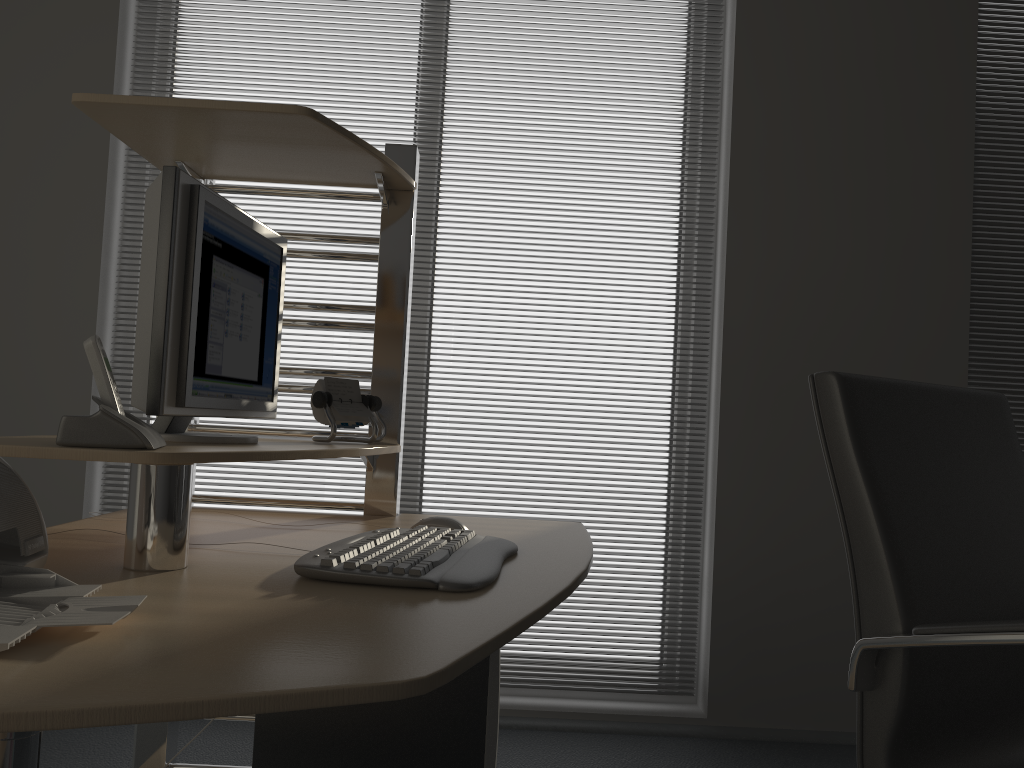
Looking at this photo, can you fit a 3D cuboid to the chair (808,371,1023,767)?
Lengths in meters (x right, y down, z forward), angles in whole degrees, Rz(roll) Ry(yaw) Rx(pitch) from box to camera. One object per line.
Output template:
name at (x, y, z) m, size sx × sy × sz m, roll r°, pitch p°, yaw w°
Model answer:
chair at (0.786, 0.518, 1.132) m, size 0.584 × 1.048 × 0.652 m, roll 5°, pitch -3°, yaw -35°

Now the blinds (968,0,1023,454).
blinds at (2.487, -0.265, 2.972) m, size 1.950 × 2.770 × 0.022 m, roll 3°, pitch -3°, yaw -1°

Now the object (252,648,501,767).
object at (-0.262, 0.669, 1.808) m, size 0.471 × 0.422 × 0.199 m, roll 3°, pitch -3°, yaw -1°

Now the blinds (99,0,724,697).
blinds at (-0.310, -0.412, 2.926) m, size 1.950 × 2.749 × 0.037 m, roll 3°, pitch -3°, yaw -1°

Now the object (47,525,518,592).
object at (-0.413, 0.270, 1.386) m, size 0.814 × 0.082 × 0.478 m, roll 3°, pitch -3°, yaw 7°

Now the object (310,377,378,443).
object at (-0.357, 0.056, 1.874) m, size 0.093 × 0.135 × 0.154 m, roll 1°, pitch -3°, yaw 36°

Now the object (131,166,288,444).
object at (-0.565, -0.109, 1.593) m, size 0.245 × 0.418 × 0.516 m, roll 2°, pitch -3°, yaw 14°

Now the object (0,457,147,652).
object at (-0.537, 0.146, 0.839) m, size 0.351 × 0.162 × 0.438 m, roll 3°, pitch -3°, yaw -9°

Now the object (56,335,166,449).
object at (-0.541, 0.010, 1.218) m, size 0.119 × 0.151 × 0.150 m, roll 4°, pitch -3°, yaw -15°

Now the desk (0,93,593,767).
desk at (-0.307, 0.210, 1.300) m, size 0.967 × 1.566 × 1.469 m, roll 3°, pitch -3°, yaw -1°

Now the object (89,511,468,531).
object at (-0.448, 0.280, 1.726) m, size 0.742 × 0.088 × 0.168 m, roll 3°, pitch -3°, yaw 1°
